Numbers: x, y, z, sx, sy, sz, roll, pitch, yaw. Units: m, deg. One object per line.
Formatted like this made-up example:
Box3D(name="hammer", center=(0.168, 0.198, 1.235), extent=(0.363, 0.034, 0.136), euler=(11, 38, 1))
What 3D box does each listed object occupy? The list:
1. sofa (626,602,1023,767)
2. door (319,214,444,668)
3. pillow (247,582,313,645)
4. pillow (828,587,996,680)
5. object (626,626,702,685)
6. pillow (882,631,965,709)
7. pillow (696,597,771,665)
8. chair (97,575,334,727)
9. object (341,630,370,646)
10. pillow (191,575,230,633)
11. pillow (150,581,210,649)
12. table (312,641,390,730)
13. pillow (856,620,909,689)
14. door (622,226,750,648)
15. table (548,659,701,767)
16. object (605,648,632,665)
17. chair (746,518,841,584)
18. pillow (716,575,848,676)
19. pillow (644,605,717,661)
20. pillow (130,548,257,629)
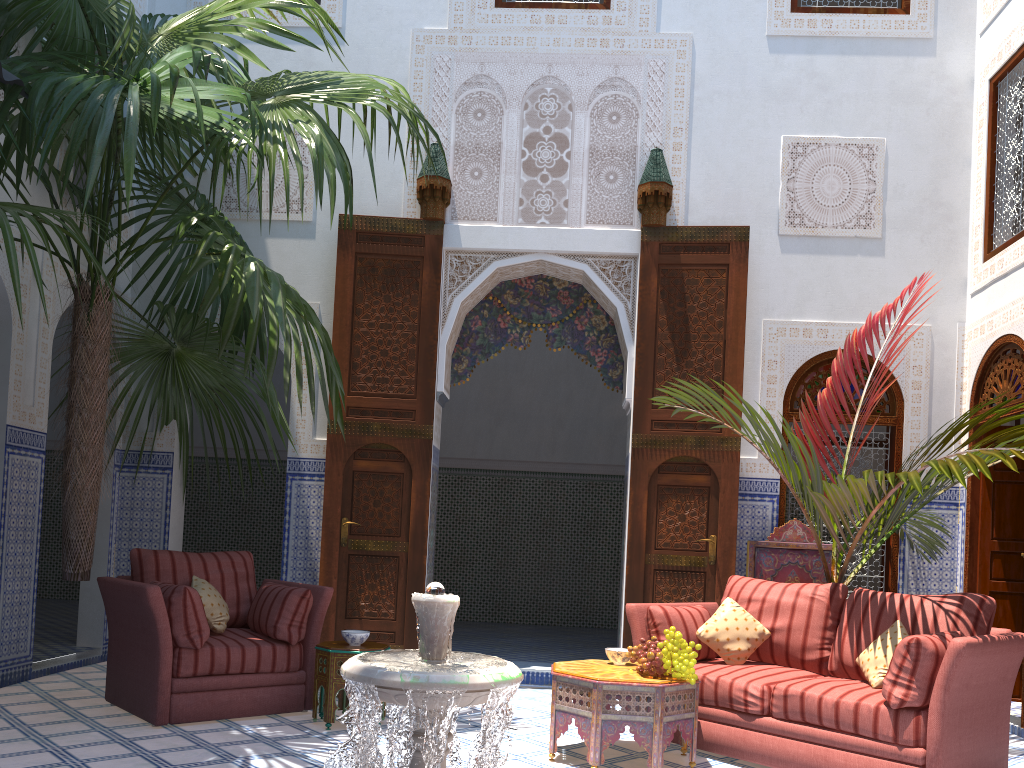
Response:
Box3D(name="sofa", center=(1.172, 1.169, 3.386), extent=(0.739, 0.537, 1.367), euler=(9, -11, -41))
Box3D(name="door", center=(-0.718, 0.337, 4.790), extent=(0.583, 2.503, 0.124), euler=(3, -2, -2))
Box3D(name="pillow", center=(-1.011, 0.990, 3.801), extent=(0.189, 0.241, 0.398), euler=(7, -9, -41))
Box3D(name="pillow", center=(1.496, 0.956, 3.281), extent=(0.323, 0.372, 0.563), euler=(7, -9, -41))
Box3D(name="object", center=(0.543, 0.992, 3.171), extent=(0.217, 0.237, 0.309), euler=(4, -7, -16))
Box3D(name="pillow", center=(1.377, 0.940, 2.895), extent=(0.400, 0.241, 0.188), euler=(10, -8, -41))
Box3D(name="pillow", center=(0.899, 1.005, 3.556), extent=(0.303, 0.273, 0.134), euler=(2, -3, 4))
Box3D(name="chair", center=(-1.312, 1.121, 3.785), extent=(0.820, 0.538, 0.729), euler=(10, -10, -41))
Box3D(name="object", center=(-0.642, 1.043, 3.592), extent=(0.118, 0.057, 0.119), euler=(-5, -11, 40))
Box3D(name="pillow", center=(-1.273, 0.928, 3.687), extent=(0.167, 0.232, 0.263), euler=(4, -7, -19))
Box3D(name="pillow", center=(-1.342, 0.921, 3.494), extent=(0.189, 0.251, 0.381), euler=(7, -8, -40))
Box3D(name="table", center=(-0.662, 1.235, 3.605), extent=(0.289, 0.322, 0.292), euler=(3, -6, 3))
Box3D(name="pillow", center=(1.339, 0.962, 3.126), extent=(0.146, 0.234, 0.270), euler=(2, -7, 5))
Box3D(name="door", center=(0.924, 0.401, 4.704), extent=(0.582, 2.503, 0.124), euler=(3, -2, 8))
Box3D(name="table", center=(0.406, 1.221, 3.247), extent=(0.537, 0.321, 0.546), euler=(2, -8, 3))
Box3D(name="object", center=(0.419, 1.059, 3.401), extent=(0.118, 0.057, 0.119), euler=(-5, -11, 40))
Box3D(name="chair", center=(1.468, 1.206, 4.415), extent=(0.484, 1.074, 0.508), euler=(3, -3, 3))
Box3D(name="pillow", center=(1.115, 1.015, 3.695), extent=(0.293, 0.388, 0.584), euler=(7, -9, -42))
Box3D(name="pillow", center=(0.704, 1.046, 3.633), extent=(0.383, 0.251, 0.188), euler=(9, -8, -40))
Box3D(name="pillow", center=(-1.398, 0.927, 3.902), extent=(0.587, 0.377, 0.302), euler=(10, -8, -41))
